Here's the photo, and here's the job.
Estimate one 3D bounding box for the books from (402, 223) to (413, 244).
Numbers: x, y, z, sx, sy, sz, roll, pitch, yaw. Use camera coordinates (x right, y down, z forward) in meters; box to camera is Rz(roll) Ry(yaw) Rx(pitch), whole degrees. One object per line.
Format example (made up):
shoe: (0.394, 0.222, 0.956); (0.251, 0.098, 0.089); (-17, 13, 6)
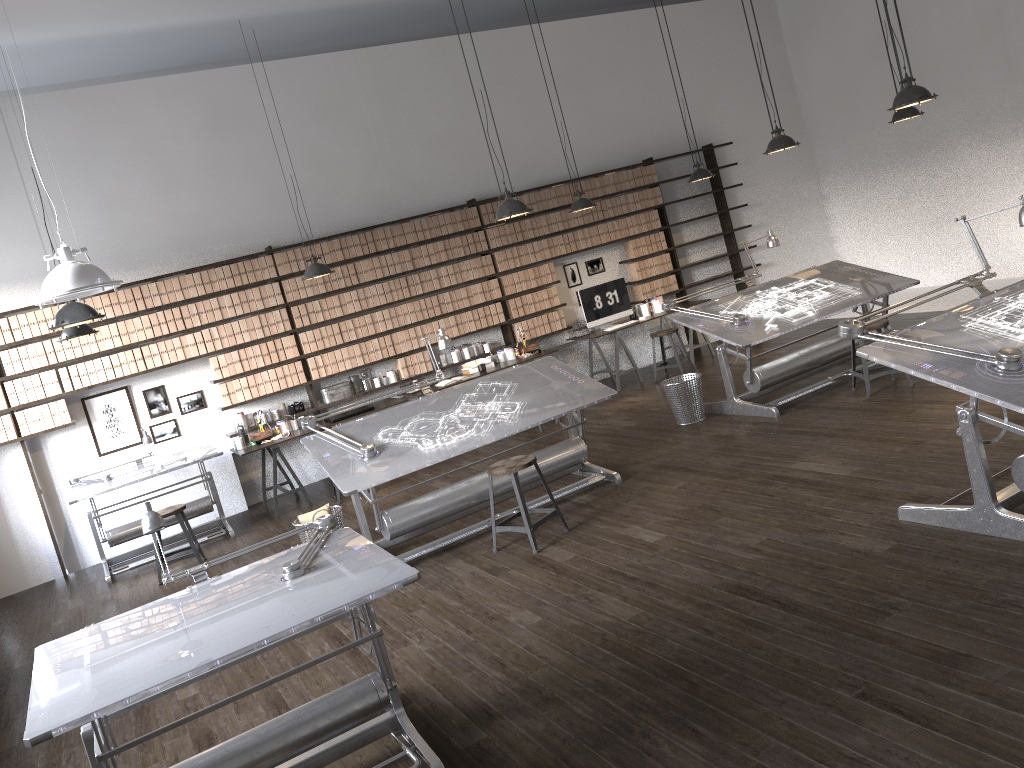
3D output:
books: (-1.148, -1.607, 9.522); (0.067, 0.224, 0.174); (-18, 7, -25)

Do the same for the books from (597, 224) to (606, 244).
books: (1.033, -1.783, 10.595); (0.067, 0.224, 0.174); (-18, 7, -25)

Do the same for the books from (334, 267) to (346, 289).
books: (-1.804, -1.092, 9.177); (0.067, 0.224, 0.174); (-18, 7, -25)

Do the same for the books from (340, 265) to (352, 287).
books: (-1.745, -1.113, 9.212); (0.067, 0.224, 0.174); (-18, 7, -25)

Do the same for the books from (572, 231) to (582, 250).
books: (0.729, -1.679, 10.445); (0.067, 0.224, 0.174); (-18, 7, -25)

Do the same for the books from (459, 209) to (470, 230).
books: (-0.558, -1.810, 9.820); (0.067, 0.224, 0.174); (-18, 7, -25)

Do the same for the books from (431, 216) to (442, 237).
books: (-0.850, -1.710, 9.673); (0.067, 0.224, 0.174); (-18, 7, -25)

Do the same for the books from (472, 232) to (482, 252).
books: (-0.420, -1.567, 9.878); (0.067, 0.224, 0.174); (-18, 7, -25)

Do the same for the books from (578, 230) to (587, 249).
books: (0.789, -1.699, 10.467); (0.067, 0.224, 0.174); (-18, 7, -25)

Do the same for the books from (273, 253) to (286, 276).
books: (-2.353, -1.194, 8.916); (0.067, 0.224, 0.174); (-18, 7, -25)

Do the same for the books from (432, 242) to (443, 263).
books: (-0.846, -1.421, 9.662); (0.067, 0.224, 0.174); (-18, 7, -25)

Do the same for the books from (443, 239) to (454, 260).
books: (-0.731, -1.460, 9.721); (0.067, 0.224, 0.174); (-18, 7, -25)

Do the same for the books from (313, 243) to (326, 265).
books: (-1.993, -1.318, 9.094); (0.067, 0.225, 0.174); (-18, 7, -25)

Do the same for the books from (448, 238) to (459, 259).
books: (-0.670, -1.481, 9.752); (0.067, 0.224, 0.174); (-18, 7, -25)

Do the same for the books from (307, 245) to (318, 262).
books: (-2.055, -1.297, 9.067); (0.067, 0.224, 0.174); (-18, 7, -25)

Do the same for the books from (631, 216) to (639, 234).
books: (1.455, -1.928, 10.806); (0.067, 0.224, 0.174); (-18, 7, -25)

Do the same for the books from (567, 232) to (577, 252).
books: (0.668, -1.658, 10.408); (0.067, 0.225, 0.174); (-18, 7, -25)

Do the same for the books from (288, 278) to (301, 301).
books: (-2.219, -0.951, 8.972); (0.067, 0.224, 0.174); (-18, 7, -25)

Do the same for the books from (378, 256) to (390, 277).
books: (-1.380, -1.238, 9.392); (0.067, 0.224, 0.174); (-18, 7, -25)

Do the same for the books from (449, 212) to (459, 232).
books: (-0.673, -1.770, 9.761); (0.067, 0.224, 0.174); (-18, 7, -25)

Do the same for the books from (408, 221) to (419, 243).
books: (-1.092, -1.626, 9.545); (0.067, 0.225, 0.174); (-18, 7, -25)

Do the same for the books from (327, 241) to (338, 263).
books: (-1.878, -1.357, 9.155); (0.067, 0.224, 0.174); (-18, 7, -25)

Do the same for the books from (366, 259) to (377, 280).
books: (-1.503, -1.195, 9.326); (0.067, 0.225, 0.174); (-18, 7, -25)

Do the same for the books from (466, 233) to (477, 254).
books: (-0.481, -1.545, 9.841); (0.067, 0.225, 0.174); (-18, 7, -25)

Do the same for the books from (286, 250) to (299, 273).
books: (-2.235, -1.234, 8.970); (0.067, 0.224, 0.174); (-18, 7, -25)

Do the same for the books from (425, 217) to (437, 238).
books: (-0.910, -1.689, 9.644); (0.067, 0.224, 0.174); (-18, 7, -25)

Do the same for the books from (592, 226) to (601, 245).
books: (0.969, -1.761, 10.563); (0.067, 0.224, 0.174); (-18, 7, -25)

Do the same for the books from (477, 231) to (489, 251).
books: (-0.354, -1.589, 9.909); (0.067, 0.224, 0.174); (-18, 7, -25)

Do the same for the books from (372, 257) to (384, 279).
books: (-1.441, -1.216, 9.358); (0.067, 0.224, 0.174); (-18, 7, -25)

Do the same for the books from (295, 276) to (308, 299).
books: (-2.157, -0.971, 8.999); (0.067, 0.225, 0.174); (-18, 7, -25)

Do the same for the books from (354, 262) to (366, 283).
books: (-1.616, -1.157, 9.277); (0.067, 0.224, 0.174); (-18, 7, -25)

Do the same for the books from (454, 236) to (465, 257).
books: (-0.607, -1.502, 9.779); (0.067, 0.224, 0.174); (-18, 7, -25)

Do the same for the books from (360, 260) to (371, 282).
books: (-1.559, -1.177, 9.303); (0.067, 0.224, 0.174); (-18, 7, -25)

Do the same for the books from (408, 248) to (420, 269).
books: (-1.084, -1.340, 9.545); (0.067, 0.224, 0.174); (-18, 7, -25)

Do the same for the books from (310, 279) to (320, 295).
books: (-2.042, -1.011, 9.061); (0.067, 0.224, 0.174); (-18, 7, -25)

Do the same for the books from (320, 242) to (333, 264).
books: (-1.931, -1.339, 9.127); (0.067, 0.224, 0.174); (-18, 7, -25)

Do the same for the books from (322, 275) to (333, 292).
books: (-1.927, -1.051, 9.120); (0.067, 0.224, 0.174); (-18, 7, -25)

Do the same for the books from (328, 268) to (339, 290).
books: (-1.866, -1.072, 9.151); (0.067, 0.224, 0.174); (-18, 7, -25)

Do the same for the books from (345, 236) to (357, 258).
books: (-1.702, -1.418, 9.245); (0.067, 0.224, 0.174); (-18, 7, -25)

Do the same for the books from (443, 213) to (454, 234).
books: (-0.726, -1.752, 9.733); (0.067, 0.224, 0.174); (-18, 7, -25)

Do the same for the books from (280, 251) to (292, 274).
books: (-2.297, -1.213, 8.939); (0.067, 0.225, 0.174); (-18, 7, -25)

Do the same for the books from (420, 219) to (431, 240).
books: (-0.969, -1.669, 9.611); (0.067, 0.224, 0.174); (-18, 7, -25)

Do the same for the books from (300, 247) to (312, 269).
books: (-2.116, -1.276, 9.038); (0.067, 0.224, 0.174); (-18, 7, -25)

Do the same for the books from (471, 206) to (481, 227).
books: (-0.434, -1.851, 9.878); (0.067, 0.224, 0.174); (-18, 7, -25)

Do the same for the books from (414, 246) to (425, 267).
books: (-1.023, -1.360, 9.574); (0.067, 0.224, 0.174); (-18, 7, -25)

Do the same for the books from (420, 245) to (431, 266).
books: (-0.961, -1.381, 9.601); (0.067, 0.225, 0.174); (-18, 7, -25)

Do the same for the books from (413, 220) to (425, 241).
books: (-1.030, -1.647, 9.576); (0.067, 0.224, 0.174); (-18, 7, -25)

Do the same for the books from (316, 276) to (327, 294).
books: (-1.983, -1.031, 9.085); (0.067, 0.225, 0.174); (-18, 7, -25)

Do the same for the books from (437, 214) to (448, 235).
books: (-0.788, -1.730, 9.700); (0.067, 0.225, 0.174); (-18, 7, -25)

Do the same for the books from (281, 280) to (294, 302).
books: (-2.280, -0.930, 8.944); (0.067, 0.224, 0.174); (-18, 7, -25)

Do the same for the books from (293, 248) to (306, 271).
books: (-2.174, -1.256, 9.005); (0.067, 0.224, 0.174); (-18, 7, -25)

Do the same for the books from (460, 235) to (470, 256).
books: (-0.548, -1.523, 9.814); (0.067, 0.224, 0.174); (-18, 7, -25)

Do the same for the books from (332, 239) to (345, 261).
books: (-1.818, -1.377, 9.180); (0.067, 0.225, 0.174); (-18, 7, -25)

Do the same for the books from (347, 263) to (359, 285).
books: (-1.678, -1.135, 9.240); (0.067, 0.225, 0.174); (-18, 7, -25)

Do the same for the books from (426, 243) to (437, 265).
books: (-0.899, -1.402, 9.634); (0.067, 0.224, 0.174); (-18, 7, -25)

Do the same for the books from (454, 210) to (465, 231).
books: (-0.613, -1.790, 9.786); (0.067, 0.225, 0.174); (-18, 7, -25)

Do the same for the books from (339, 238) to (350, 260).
books: (-1.763, -1.397, 9.214); (0.067, 0.224, 0.174); (-18, 7, -25)

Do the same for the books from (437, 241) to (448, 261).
books: (-0.786, -1.440, 9.687); (0.067, 0.225, 0.174); (-18, 7, -25)

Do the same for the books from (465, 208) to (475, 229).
books: (-0.497, -1.831, 9.851); (0.067, 0.224, 0.174); (-18, 7, -25)
